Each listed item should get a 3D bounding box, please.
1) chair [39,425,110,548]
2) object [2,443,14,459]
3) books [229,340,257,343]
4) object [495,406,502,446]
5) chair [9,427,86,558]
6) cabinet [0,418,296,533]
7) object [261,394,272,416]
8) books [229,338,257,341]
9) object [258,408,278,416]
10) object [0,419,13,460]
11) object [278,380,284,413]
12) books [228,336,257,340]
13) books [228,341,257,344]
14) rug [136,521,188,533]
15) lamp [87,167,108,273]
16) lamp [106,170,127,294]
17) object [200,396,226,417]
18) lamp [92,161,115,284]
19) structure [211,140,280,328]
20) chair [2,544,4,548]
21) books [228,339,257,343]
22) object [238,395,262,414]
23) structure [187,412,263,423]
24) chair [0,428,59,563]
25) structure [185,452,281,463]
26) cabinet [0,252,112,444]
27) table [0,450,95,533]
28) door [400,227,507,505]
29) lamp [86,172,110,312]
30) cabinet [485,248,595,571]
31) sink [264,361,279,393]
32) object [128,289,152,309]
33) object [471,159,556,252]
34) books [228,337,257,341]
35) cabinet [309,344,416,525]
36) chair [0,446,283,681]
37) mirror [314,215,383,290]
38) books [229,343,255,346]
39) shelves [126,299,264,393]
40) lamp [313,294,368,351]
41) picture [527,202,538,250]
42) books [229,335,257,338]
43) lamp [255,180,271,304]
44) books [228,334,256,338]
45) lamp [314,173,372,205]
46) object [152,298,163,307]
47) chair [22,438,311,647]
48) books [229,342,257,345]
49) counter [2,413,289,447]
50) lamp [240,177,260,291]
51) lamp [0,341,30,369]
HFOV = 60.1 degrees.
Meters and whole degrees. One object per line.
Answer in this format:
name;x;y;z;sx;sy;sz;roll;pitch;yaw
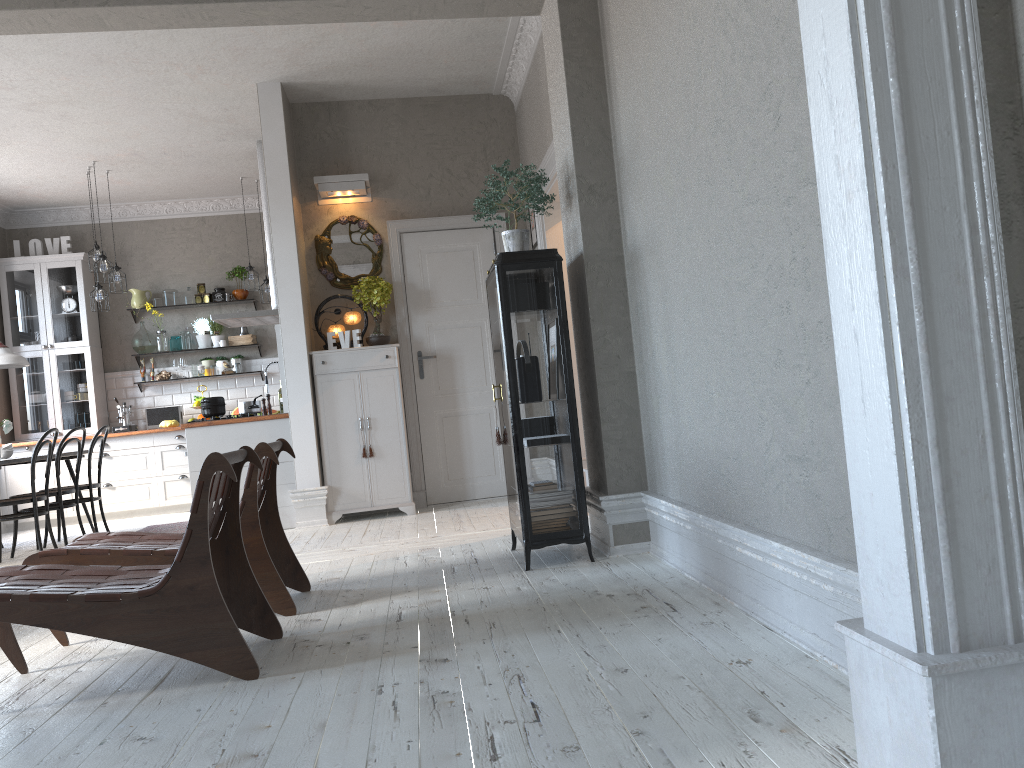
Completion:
chair;-3.533;0.820;7.191;0.553;0.920;0.434;-6;-1;-10
object;-3.947;0.524;6.886;0.124;0.119;0.128;-6;-1;8
books;-2.944;-0.456;9.689;0.261;0.016;0.158;-6;-1;1
object;-0.079;0.206;4.596;0.044;0.234;0.041;-6;-1;39
chair;-3.500;0.808;6.709;0.549;0.920;0.438;-6;-1;0
cabinet;-2.912;0.803;8.195;4.109;0.854;2.029;-7;-1;39
object;-1.855;0.153;6.692;0.073;0.167;0.035;-6;-1;-8
books;-2.946;-0.478;9.689;0.262;0.011;0.157;-6;-1;-5
object;-2.565;0.296;9.299;0.228;0.127;0.146;-5;-1;-25
object;-3.788;0.350;6.416;0.314;0.414;0.249;-6;-1;-9
object;-1.855;0.107;7.228;0.090;0.282;0.081;-6;-1;-7
books;-2.949;-0.499;9.689;0.260;0.016;0.158;-6;-1;4
books;-2.943;-0.446;9.688;0.260;0.016;0.158;-6;-1;4
rug;-2.781;1.197;7.240;0.740;0.014;1.281;-6;-1;-7
lamp;-3.869;-1.891;8.115;0.149;1.735;0.144;-6;-1;-21
lamp;-3.760;-1.717;8.282;0.149;1.735;0.144;-6;-1;-21
object;-2.264;0.174;6.714;0.193;0.147;0.189;-5;-1;-28
lamp;-3.744;-1.775;7.971;0.143;1.735;0.150;-6;-1;39
structure;-2.324;-1.357;7.942;0.717;1.595;0.708;-6;-1;-7
chair;-4.459;0.914;7.090;0.547;0.920;0.439;-6;-1;5
books;-2.945;-0.467;9.689;0.261;0.011;0.157;-6;-1;-2
object;-2.021;0.161;6.980;0.298;0.134;0.178;-6;-1;27
structure;-2.194;0.259;6.865;0.499;0.031;0.602;-6;-1;-7
chair;-3.439;0.793;6.182;0.553;0.920;0.434;-6;-1;-10
structure;-2.131;0.619;6.860;0.622;0.623;0.618;-6;-1;-7
cabinet;-4.778;-0.357;9.269;0.885;1.921;0.385;-6;-1;-8
table;-3.935;0.946;6.656;0.910;0.735;1.908;-6;-1;-7
door;-0.414;-0.157;7.139;0.756;2.183;0.079;-6;-1;-9
lamp;-3.918;-1.542;8.258;0.150;1.735;0.143;-5;-1;-41
cabinet;0.110;0.121;4.370;0.350;1.471;0.614;-6;-1;-7
sink;-2.131;0.172;7.526;0.531;0.720;0.483;-6;-1;-8
object;-3.983;-0.909;9.487;0.190;0.216;0.174;-6;-1;6
object;0.013;-0.863;4.377;0.412;0.506;0.400;-6;-1;8
books;-2.947;-0.489;9.689;0.261;0.011;0.157;-6;-1;-2
cabinet;-1.131;0.377;6.787;0.670;1.297;0.381;-6;-1;-8
chair;-1.350;0.621;2.931;1.023;0.721;0.504;-6;-1;-8
mirror;-1.290;-1.049;7.031;0.536;0.593;0.070;-6;-1;-9
books;-2.941;-0.423;9.688;0.262;0.011;0.157;-6;-1;-5
shelves;-3.408;-0.399;9.612;1.325;0.923;0.227;-6;-1;-9
lamp;-1.319;-0.417;6.878;0.450;0.558;0.172;-6;-1;-1
picture;0.162;-1.275;6.937;0.012;0.416;0.280;-6;-1;-6
books;-2.950;-0.510;9.689;0.261;0.016;0.158;-6;-1;1
lamp;-2.587;-1.696;9.112;0.150;1.735;0.144;-5;-1;-36
books;-2.951;-0.521;9.690;0.261;0.011;0.157;-6;-1;-2
lamp;-1.327;-1.529;6.957;0.418;0.171;0.218;-6;-1;-8
object;-3.826;-0.870;9.567;0.104;0.111;0.102;-6;-1;-8
chair;-1.441;0.645;3.778;1.023;0.721;0.504;-6;-1;-8
books;-2.942;-0.435;9.688;0.261;0.011;0.157;-6;-1;-2
counter;-3.386;0.435;7.987;3.181;0.039;3.370;-6;-1;-7
lamp;-2.713;-1.810;8.962;0.144;1.735;0.149;-6;-1;24
lamp;-4.134;-1.054;7.036;0.379;1.858;0.379;-6;-1;0
